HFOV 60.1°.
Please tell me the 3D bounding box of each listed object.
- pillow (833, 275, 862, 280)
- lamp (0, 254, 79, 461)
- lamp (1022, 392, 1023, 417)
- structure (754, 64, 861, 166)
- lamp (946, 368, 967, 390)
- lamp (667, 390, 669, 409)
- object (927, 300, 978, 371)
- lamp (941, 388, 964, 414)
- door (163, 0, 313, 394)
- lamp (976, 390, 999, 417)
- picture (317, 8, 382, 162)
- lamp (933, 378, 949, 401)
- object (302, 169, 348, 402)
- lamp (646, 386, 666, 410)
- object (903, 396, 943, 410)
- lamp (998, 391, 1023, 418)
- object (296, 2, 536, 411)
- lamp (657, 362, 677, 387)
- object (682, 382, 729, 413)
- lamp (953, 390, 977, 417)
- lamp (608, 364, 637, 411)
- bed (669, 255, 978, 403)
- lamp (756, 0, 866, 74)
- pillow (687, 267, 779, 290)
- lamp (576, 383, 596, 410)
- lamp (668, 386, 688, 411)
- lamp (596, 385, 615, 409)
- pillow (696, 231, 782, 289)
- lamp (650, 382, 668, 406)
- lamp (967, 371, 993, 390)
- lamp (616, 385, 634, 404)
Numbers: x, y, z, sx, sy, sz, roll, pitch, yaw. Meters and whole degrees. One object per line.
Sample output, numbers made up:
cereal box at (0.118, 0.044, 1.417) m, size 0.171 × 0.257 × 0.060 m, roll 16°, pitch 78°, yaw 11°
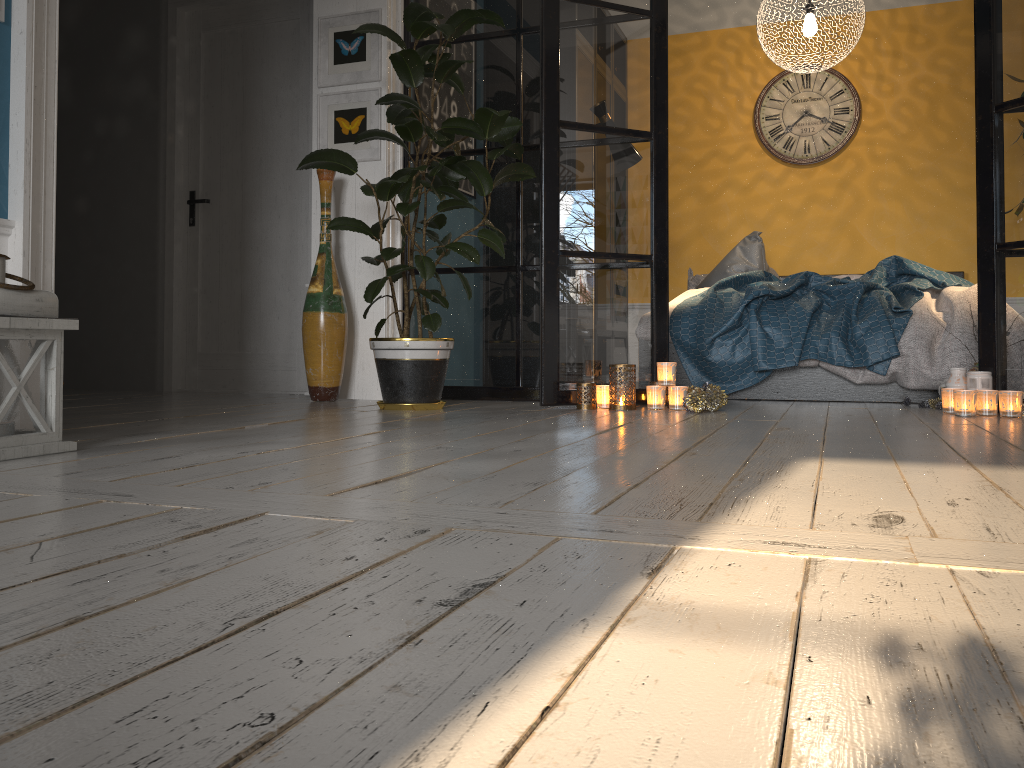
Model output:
pillow at (2.124, -0.579, 5.498) m, size 0.593 × 0.227 × 0.485 m, roll -1°, pitch 2°, yaw -21°
lamp at (-1.248, -0.073, 2.088) m, size 0.287 × 0.478 × 0.286 m, roll 0°, pitch -1°, yaw 19°
lamp at (1.926, 0.077, 3.337) m, size 0.063 × 0.091 × 0.063 m, roll 0°, pitch 0°, yaw 2°
structure at (2.103, -1.927, 6.321) m, size 0.727 × 0.725 × 0.070 m, roll 0°, pitch -1°, yaw 20°
lamp at (1.800, 0.025, 3.568) m, size 0.092 × 0.180 × 0.092 m, roll -1°, pitch -1°, yaw 41°
lamp at (0.688, 0.065, 3.732) m, size 0.069 × 0.080 × 0.069 m, roll 0°, pitch 0°, yaw 28°
object at (2.036, -0.151, 3.729) m, size 0.278 × 0.522 × 0.437 m, roll 1°, pitch 0°, yaw -29°
lamp at (1.726, 0.068, 3.465) m, size 0.080 × 0.099 × 0.080 m, roll 0°, pitch 0°, yaw -15°
door at (-1.505, -1.107, 5.073) m, size 1.037 × 2.310 × 0.177 m, roll 0°, pitch -2°, yaw 20°
lamp at (1.796, 0.072, 3.347) m, size 0.080 × 0.099 × 0.080 m, roll 0°, pitch 0°, yaw -29°
picture at (-1.145, -1.444, 3.515) m, size 0.359 × 0.753 × 1.945 m, roll 0°, pitch 2°, yaw 20°
lamp at (1.879, 0.042, 3.789) m, size 0.108 × 0.131 × 0.096 m, roll 0°, pitch 0°, yaw -10°
object at (-0.888, -0.479, 4.211) m, size 0.216 × 1.125 × 0.215 m, roll 0°, pitch -1°, yaw 14°
lamp at (0.596, 0.058, 3.658) m, size 0.080 × 0.099 × 0.080 m, roll 0°, pitch 0°, yaw -29°
object at (1.790, 0.082, 3.817) m, size 0.087 × 0.053 × 0.326 m, roll 0°, pitch 2°, yaw -16°
lamp at (1.847, 0.075, 3.276) m, size 0.080 × 0.099 × 0.080 m, roll 0°, pitch 0°, yaw -29°
object at (1.130, -0.774, 3.332) m, size 3.896 × 1.797 × 1.010 m, roll 1°, pitch 0°, yaw 20°
lamp at (0.636, -0.040, 3.640) m, size 0.080 × 0.099 × 0.080 m, roll 0°, pitch 0°, yaw -29°
object at (0.817, 0.052, 3.783) m, size 0.192 × 0.118 × 0.717 m, roll 0°, pitch 2°, yaw 9°
lamp at (1.707, 0.073, 3.333) m, size 0.080 × 0.099 × 0.080 m, roll 0°, pitch 0°, yaw -29°
lamp at (0.454, 0.013, 3.642) m, size 0.115 × 0.187 × 0.114 m, roll 0°, pitch -1°, yaw 19°
bed at (1.850, -0.339, 5.132) m, size 1.897 × 0.771 × 2.323 m, roll 1°, pitch 2°, yaw 21°
lamp at (1.777, -2.409, 5.281) m, size 0.616 × 1.097 × 0.616 m, roll 0°, pitch -1°, yaw -29°
pillow at (1.608, -0.604, 6.132) m, size 0.755 × 0.456 × 0.514 m, roll 0°, pitch 1°, yaw -8°
lamp at (0.308, 0.052, 3.679) m, size 0.084 × 0.110 × 0.084 m, roll 0°, pitch 0°, yaw -4°
lamp at (0.679, 0.059, 3.620) m, size 0.080 × 0.099 × 0.080 m, roll 0°, pitch 0°, yaw -29°
lamp at (0.393, 0.055, 3.714) m, size 0.080 × 0.099 × 0.080 m, roll 0°, pitch 0°, yaw -29°
pillow at (1.465, -0.685, 5.739) m, size 0.782 × 0.600 × 0.498 m, roll 1°, pitch 0°, yaw 26°
lamp at (0.644, 0.044, 3.887) m, size 0.081 × 0.106 × 0.081 m, roll 0°, pitch 0°, yaw 20°
lamp at (1.826, 0.035, 3.452) m, size 0.089 × 0.167 × 0.092 m, roll 0°, pitch -1°, yaw -14°
lamp at (0.479, 0.054, 3.745) m, size 0.080 × 0.099 × 0.080 m, roll 0°, pitch 0°, yaw -29°
